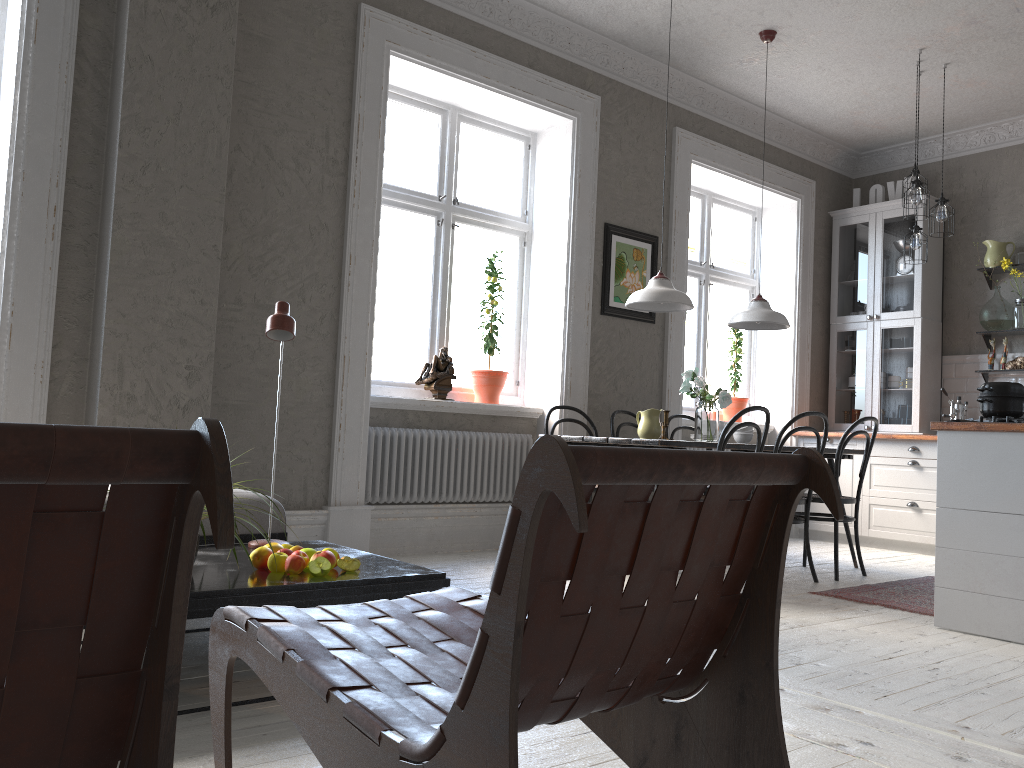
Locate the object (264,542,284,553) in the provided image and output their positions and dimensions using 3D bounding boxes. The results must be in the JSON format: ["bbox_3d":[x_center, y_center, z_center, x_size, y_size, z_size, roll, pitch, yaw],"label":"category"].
[{"bbox_3d":[-0.722,0.511,2.667,0.072,0.066,0.066,5,-4,-34],"label":"object"}]

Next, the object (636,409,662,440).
[{"bbox_3d":[0.763,0.225,4.945,0.148,0.170,0.137,2,-4,12],"label":"object"}]

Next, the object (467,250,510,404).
[{"bbox_3d":[-0.135,-0.367,5.595,0.270,0.991,0.270,3,-3,0],"label":"object"}]

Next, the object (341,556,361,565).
[{"bbox_3d":[-0.487,0.538,2.679,0.062,0.036,0.047,5,-4,-29],"label":"object"}]

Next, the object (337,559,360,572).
[{"bbox_3d":[-0.482,0.533,2.607,0.067,0.037,0.047,3,-3,-13],"label":"object"}]

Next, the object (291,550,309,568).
[{"bbox_3d":[-0.622,0.515,2.584,0.055,0.058,0.060,0,-5,41],"label":"object"}]

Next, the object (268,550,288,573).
[{"bbox_3d":[-0.668,0.508,2.539,0.062,0.063,0.061,3,-3,-8],"label":"object"}]

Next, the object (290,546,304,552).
[{"bbox_3d":[-0.654,0.520,2.687,0.056,0.058,0.059,0,-4,33],"label":"object"}]

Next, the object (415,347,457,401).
[{"bbox_3d":[-0.457,-0.067,5.320,0.242,0.329,0.117,5,-4,-38],"label":"object"}]

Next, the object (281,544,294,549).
[{"bbox_3d":[-0.699,0.522,2.740,0.067,0.055,0.060,2,-4,18],"label":"object"}]

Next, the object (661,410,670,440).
[{"bbox_3d":[0.862,0.232,4.957,0.060,0.167,0.058,4,-4,-26],"label":"object"}]

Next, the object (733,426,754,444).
[{"bbox_3d":[1.384,0.300,5.307,0.129,0.119,0.122,4,-4,-23],"label":"object"}]

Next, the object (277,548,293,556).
[{"bbox_3d":[-0.675,0.516,2.623,0.057,0.056,0.061,0,-4,38],"label":"object"}]

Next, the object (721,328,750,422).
[{"bbox_3d":[1.809,-0.094,7.205,0.262,0.813,0.257,4,-4,-12],"label":"object"}]

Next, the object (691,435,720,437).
[{"bbox_3d":[1.216,0.329,5.443,0.240,0.027,0.234,4,-3,-16],"label":"object"}]

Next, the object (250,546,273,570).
[{"bbox_3d":[-0.727,0.505,2.575,0.071,0.066,0.069,4,-4,-24],"label":"object"}]

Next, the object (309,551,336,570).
[{"bbox_3d":[-0.547,0.515,2.565,0.075,0.064,0.074,3,-3,-8],"label":"object"}]

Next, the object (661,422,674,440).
[{"bbox_3d":[0.930,0.290,5.431,0.137,0.112,0.142,0,-4,33],"label":"object"}]

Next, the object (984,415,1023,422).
[{"bbox_3d":[3.654,0.294,6.488,0.090,0.226,0.344,6,-4,-39],"label":"object"}]

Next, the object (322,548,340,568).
[{"bbox_3d":[-0.546,0.520,2.642,0.058,0.062,0.065,1,-4,32],"label":"object"}]

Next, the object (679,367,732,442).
[{"bbox_3d":[1.077,0.114,4.902,0.257,0.414,0.305,6,-5,-41],"label":"object"}]

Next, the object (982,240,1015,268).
[{"bbox_3d":[3.702,-0.986,6.754,0.176,0.216,0.187,4,-4,-25],"label":"object"}]

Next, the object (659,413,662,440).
[{"bbox_3d":[0.833,0.240,5.166,0.094,0.172,0.098,1,-4,32],"label":"object"}]

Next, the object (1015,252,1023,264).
[{"bbox_3d":[3.844,-0.932,6.666,0.105,0.111,0.101,6,-4,-39],"label":"object"}]

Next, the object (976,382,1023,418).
[{"bbox_3d":[2.085,0.069,3.769,0.186,0.147,0.196,1,-4,30],"label":"object"}]

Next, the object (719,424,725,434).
[{"bbox_3d":[1.217,0.293,5.445,0.176,0.094,0.183,0,-5,42],"label":"object"}]

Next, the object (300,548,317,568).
[{"bbox_3d":[-0.609,0.519,2.645,0.061,0.058,0.061,2,-3,5],"label":"object"}]

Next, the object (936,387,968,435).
[{"bbox_3d":[3.349,0.222,6.732,0.360,0.370,0.201,6,-4,-39],"label":"object"}]

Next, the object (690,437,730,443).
[{"bbox_3d":[1.215,0.347,5.442,0.241,0.027,0.234,4,-4,-21],"label":"object"}]

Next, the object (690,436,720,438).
[{"bbox_3d":[1.216,0.338,5.443,0.234,0.027,0.240,2,-4,19],"label":"object"}]

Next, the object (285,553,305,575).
[{"bbox_3d":[-0.614,0.511,2.510,0.057,0.058,0.057,4,-4,-15],"label":"object"}]

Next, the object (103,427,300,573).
[{"bbox_3d":[-0.904,0.322,2.468,0.672,0.420,0.721,4,-4,-21],"label":"object"}]

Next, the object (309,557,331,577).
[{"bbox_3d":[-0.544,0.516,2.498,0.061,0.053,0.057,5,-4,-33],"label":"object"}]

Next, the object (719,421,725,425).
[{"bbox_3d":[1.218,0.273,5.447,0.176,0.094,0.183,0,-5,42],"label":"object"}]
